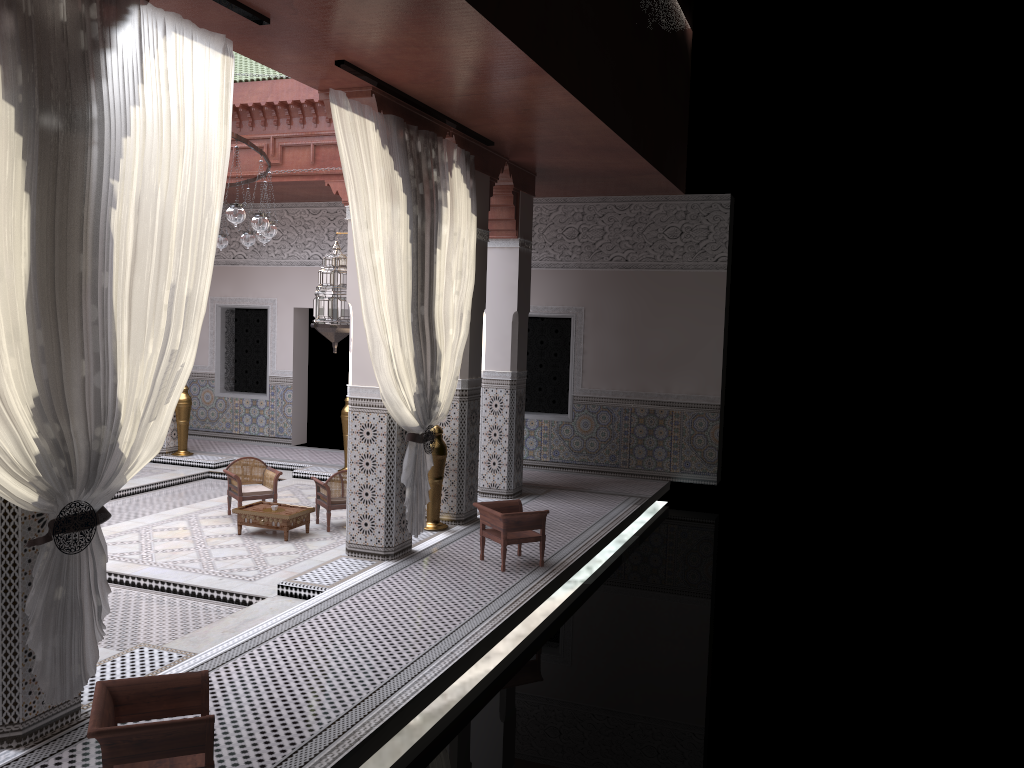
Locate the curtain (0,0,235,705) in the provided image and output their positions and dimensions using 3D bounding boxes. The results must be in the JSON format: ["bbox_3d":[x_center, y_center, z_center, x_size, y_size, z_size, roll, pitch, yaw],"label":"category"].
[{"bbox_3d":[-1.039,-0.115,2.081,0.129,1.764,1.303,3,4,20],"label":"curtain"}]

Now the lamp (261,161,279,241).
[{"bbox_3d":[-1.147,-0.864,4.188,0.090,0.371,0.091,5,5,35],"label":"lamp"}]

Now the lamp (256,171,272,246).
[{"bbox_3d":[-1.250,-0.887,4.480,0.090,0.371,0.091,5,5,35],"label":"lamp"}]

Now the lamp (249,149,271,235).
[{"bbox_3d":[-1.101,-0.841,3.881,0.090,0.371,0.091,5,5,35],"label":"lamp"}]

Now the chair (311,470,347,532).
[{"bbox_3d":[-0.890,0.587,4.617,0.263,0.313,0.208,0,4,-29],"label":"chair"}]

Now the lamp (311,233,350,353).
[{"bbox_3d":[-0.778,-0.413,3.929,0.221,0.552,0.216,3,4,20],"label":"lamp"}]

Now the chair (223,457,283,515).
[{"bbox_3d":[-1.396,0.560,4.768,0.263,0.313,0.208,-1,5,-34],"label":"chair"}]

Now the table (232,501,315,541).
[{"bbox_3d":[-1.184,0.677,4.413,0.330,0.142,0.229,3,4,20],"label":"table"}]

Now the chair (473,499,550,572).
[{"bbox_3d":[-0.009,0.648,3.805,0.234,0.252,0.259,0,4,-30],"label":"chair"}]

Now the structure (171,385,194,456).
[{"bbox_3d":[-2.378,0.241,6.408,0.156,0.539,0.156,1,4,-19],"label":"structure"}]

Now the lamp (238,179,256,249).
[{"bbox_3d":[-1.406,-0.911,4.759,0.091,0.371,0.090,2,4,5],"label":"lamp"}]

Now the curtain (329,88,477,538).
[{"bbox_3d":[-0.394,-0.210,3.800,0.137,1.761,1.304,3,4,20],"label":"curtain"}]

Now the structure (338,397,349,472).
[{"bbox_3d":[-1.083,0.316,5.929,0.156,0.539,0.156,1,4,-19],"label":"structure"}]

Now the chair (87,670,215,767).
[{"bbox_3d":[-0.753,0.779,1.860,0.234,0.252,0.259,0,4,-22],"label":"chair"}]

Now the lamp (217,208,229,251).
[{"bbox_3d":[-1.624,-0.933,4.978,0.091,0.371,0.090,2,4,5],"label":"lamp"}]

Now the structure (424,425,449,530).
[{"bbox_3d":[-0.385,0.442,4.401,0.156,0.539,0.156,5,5,37],"label":"structure"}]

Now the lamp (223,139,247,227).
[{"bbox_3d":[-1.112,-0.821,3.573,0.090,0.371,0.091,5,5,35],"label":"lamp"}]
